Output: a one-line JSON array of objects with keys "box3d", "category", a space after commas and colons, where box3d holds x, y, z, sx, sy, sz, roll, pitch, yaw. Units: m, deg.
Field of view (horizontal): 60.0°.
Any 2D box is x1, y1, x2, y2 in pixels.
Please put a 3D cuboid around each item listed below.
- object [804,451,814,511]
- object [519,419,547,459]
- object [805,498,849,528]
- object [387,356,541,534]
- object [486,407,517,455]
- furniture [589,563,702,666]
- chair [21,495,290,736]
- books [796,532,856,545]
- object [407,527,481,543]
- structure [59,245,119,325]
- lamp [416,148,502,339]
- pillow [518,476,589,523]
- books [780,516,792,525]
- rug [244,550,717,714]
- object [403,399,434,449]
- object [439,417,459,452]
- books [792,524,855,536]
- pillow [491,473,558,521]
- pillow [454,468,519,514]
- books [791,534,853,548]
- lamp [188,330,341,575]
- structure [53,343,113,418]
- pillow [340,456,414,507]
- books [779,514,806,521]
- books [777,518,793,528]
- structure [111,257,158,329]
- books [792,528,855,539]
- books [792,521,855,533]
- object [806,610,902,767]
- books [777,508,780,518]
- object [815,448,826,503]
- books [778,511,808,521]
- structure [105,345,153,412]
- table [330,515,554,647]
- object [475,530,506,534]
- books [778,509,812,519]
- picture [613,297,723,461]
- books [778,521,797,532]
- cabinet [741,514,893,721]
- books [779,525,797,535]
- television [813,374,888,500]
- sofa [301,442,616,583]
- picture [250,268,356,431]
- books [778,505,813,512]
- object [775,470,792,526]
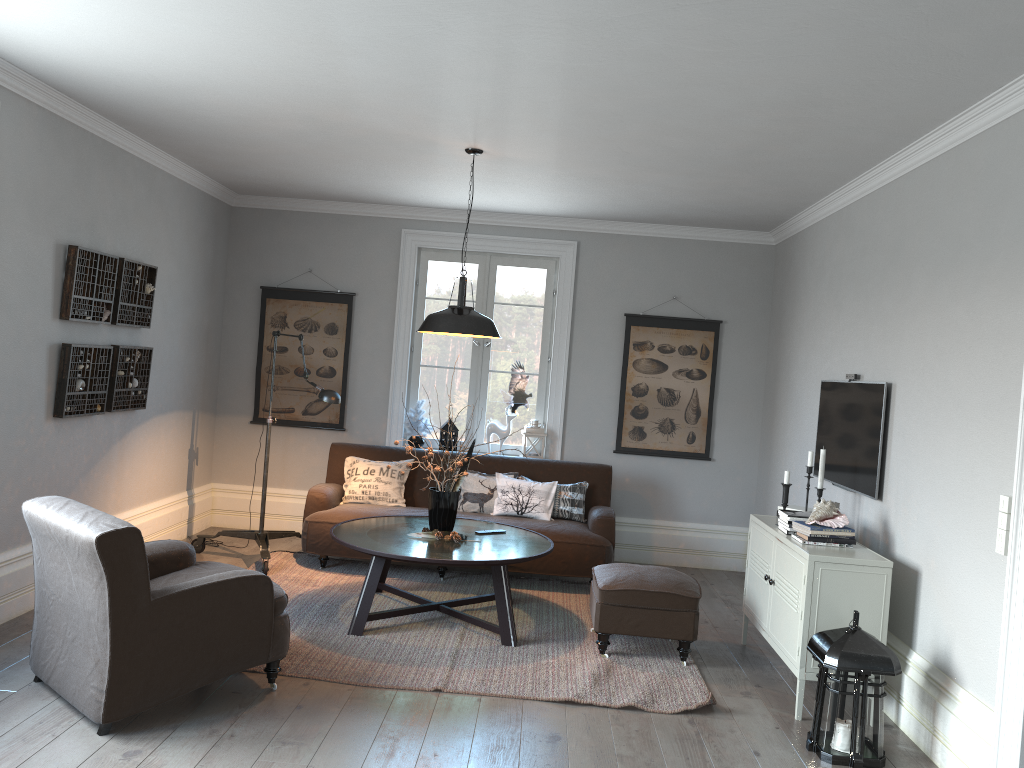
[{"box3d": [1.583, 0.567, 4.744, 0.092, 0.431, 0.092, 4, 1, -38], "category": "object"}, {"box3d": [0.174, 0.446, 7.155, 0.193, 0.322, 0.193, 4, 1, -4], "category": "object"}, {"box3d": [1.546, 0.634, 4.387, 0.194, 0.127, 0.192, 4, 1, -5], "category": "object"}, {"box3d": [-0.260, 0.365, 5.106, 0.853, 1.066, 0.525, 4, 1, -27], "category": "object"}, {"box3d": [-0.090, 0.382, 7.106, 0.239, 0.410, 0.128, 4, 1, -2], "category": "object"}, {"box3d": [0.721, 1.244, 4.887, 0.583, 0.440, 0.574, 4, 1, 2], "category": "furniture"}, {"box3d": [-1.506, 0.916, 3.857, 0.807, 0.795, 0.970, 5, 1, 43], "category": "chair"}, {"box3d": [1.549, 0.757, 4.382, 0.238, 0.027, 0.175, 4, 1, -1], "category": "books"}, {"box3d": [-0.389, 0.862, 5.088, 0.404, 0.067, 0.153, 5, 1, 20], "category": "object"}, {"box3d": [-2.442, -0.563, 5.117, 0.099, 0.416, 0.468, 4, 1, 2], "category": "structure"}, {"box3d": [-0.267, -0.821, 5.160, 0.504, 1.076, 0.504, 4, 1, -40], "category": "lamp"}, {"box3d": [0.291, 0.841, 6.489, 0.542, 0.288, 0.183, 5, 1, 3], "category": "pillow"}, {"box3d": [1.540, 0.716, 4.615, 0.251, 0.019, 0.200, 5, 1, 4], "category": "books"}, {"box3d": [-0.407, 1.330, 5.220, 2.819, 0.090, 2.400, 4, 1, 3], "category": "rug"}, {"box3d": [-0.778, 0.320, 7.204, 0.263, 0.424, 0.247, 5, 1, 38], "category": "object"}, {"box3d": [-0.513, 0.412, 7.203, 0.155, 0.284, 0.155, 4, 1, -8], "category": "object"}, {"box3d": [1.534, 0.719, 4.376, 0.235, 0.017, 0.184, 4, 1, -10], "category": "books"}, {"box3d": [0.088, 0.814, 6.384, 0.471, 0.309, 0.188, 4, 1, 3], "category": "pillow"}, {"box3d": [-0.201, 0.799, 6.471, 0.472, 0.347, 0.159, 4, 1, 0], "category": "pillow"}, {"box3d": [1.531, 0.776, 4.390, 0.243, 0.014, 0.196, 4, 1, 2], "category": "books"}, {"box3d": [-1.808, 0.428, 6.495, 1.864, 1.644, 0.797, 5, 1, 40], "category": "lamp"}, {"box3d": [-2.470, -0.022, 5.129, 0.086, 0.416, 0.468, 4, 1, 2], "category": "structure"}, {"box3d": [-1.003, 0.723, 6.541, 0.519, 0.368, 0.240, 4, 1, 2], "category": "pillow"}, {"box3d": [1.545, 0.702, 4.612, 0.265, 0.010, 0.196, 4, 1, 2], "category": "books"}, {"box3d": [1.548, 0.734, 4.618, 0.271, 0.016, 0.222, 4, 1, 2], "category": "books"}, {"box3d": [-2.398, -0.571, 5.652, 0.105, 0.416, 0.468, 4, 1, 2], "category": "structure"}, {"box3d": [1.537, 0.735, 4.381, 0.235, 0.014, 0.184, 4, 1, -8], "category": "books"}, {"box3d": [1.535, 0.704, 4.380, 0.235, 0.014, 0.184, 4, 1, -10], "category": "books"}, {"box3d": [1.414, 1.243, 3.702, 0.323, 0.599, 0.323, 4, 1, 2], "category": "object"}, {"box3d": [1.640, 0.754, 5.005, 0.218, 0.049, 0.276, 4, 1, 2], "category": "books"}, {"box3d": [1.671, 0.561, 4.804, 0.066, 0.457, 0.066, 4, 1, -30], "category": "object"}, {"box3d": [1.542, 0.692, 4.613, 0.260, 0.010, 0.196, 4, 1, 0], "category": "books"}, {"box3d": [-2.448, -0.037, 5.678, 0.086, 0.416, 0.468, 4, 1, 2], "category": "structure"}, {"box3d": [-0.422, 1.134, 5.183, 1.300, 0.503, 1.300, 4, 1, -5], "category": "table"}, {"box3d": [-0.130, 0.898, 5.394, 0.207, 0.011, 0.051, 4, 1, -38], "category": "object"}, {"box3d": [1.545, 0.683, 4.620, 0.263, 0.008, 0.212, 5, 1, 4], "category": "books"}, {"box3d": [1.266, -0.063, 7.177, 0.793, 1.313, 0.057, 4, 1, 2], "category": "picture"}, {"box3d": [1.538, 0.749, 4.610, 0.253, 0.016, 0.200, 4, 1, 0], "category": "books"}, {"box3d": [1.514, 1.156, 4.591, 0.408, 0.757, 1.152, 4, 1, 2], "category": "cabinet"}, {"box3d": [1.545, 0.769, 4.617, 0.271, 0.022, 0.200, 5, 1, 4], "category": "books"}, {"box3d": [1.923, 0.270, 5.064, 0.041, 0.657, 1.063, 4, 1, 2], "category": "television"}, {"box3d": [-0.355, 0.944, 6.410, 2.165, 0.824, 0.969, 4, 1, 2], "category": "sofa"}, {"box3d": [-1.711, -0.297, 7.289, 0.793, 1.313, 0.057, 4, 1, 2], "category": "picture"}, {"box3d": [1.639, 0.717, 5.031, 0.160, 0.024, 0.199, 3, 1, -43], "category": "books"}, {"box3d": [1.489, 0.620, 4.832, 0.083, 0.311, 0.083, 4, 1, -20], "category": "object"}]
